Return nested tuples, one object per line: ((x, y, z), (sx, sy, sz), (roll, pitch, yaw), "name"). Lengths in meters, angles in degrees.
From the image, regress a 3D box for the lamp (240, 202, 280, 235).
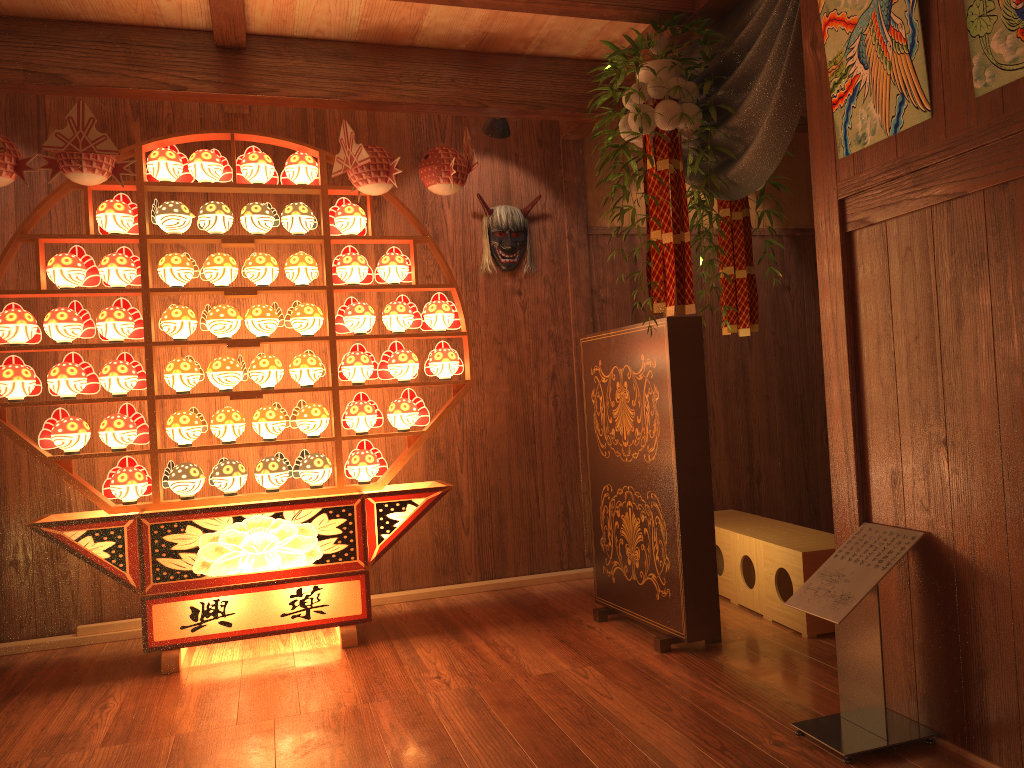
((-1.107, -0.717, 3.820), (0.136, 0.167, 0.161), (-4, -1, 23), "lamp")

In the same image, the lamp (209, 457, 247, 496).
((-1.193, 0.393, 3.745), (0.144, 0.161, 0.151), (-3, -1, -37), "lamp")

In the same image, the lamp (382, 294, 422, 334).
((-0.521, -0.318, 4.002), (0.178, 0.191, 0.159), (-4, -1, 12), "lamp")

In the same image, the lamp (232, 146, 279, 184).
((-1.100, -0.954, 3.824), (0.206, 0.200, 0.152), (-3, -1, -28), "lamp")

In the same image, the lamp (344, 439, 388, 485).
((-0.663, 0.347, 3.930), (0.195, 0.197, 0.156), (-3, -1, -3), "lamp")

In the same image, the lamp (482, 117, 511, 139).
((-0.081, -1.265, 4.259), (0.135, 0.177, 0.175), (-3, -1, 3), "lamp")

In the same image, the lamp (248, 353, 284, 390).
((-1.054, -0.058, 3.808), (0.144, 0.167, 0.152), (-3, -1, -32), "lamp")

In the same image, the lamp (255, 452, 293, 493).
((-1.037, 0.382, 3.800), (0.137, 0.167, 0.159), (-4, -1, 13), "lamp")

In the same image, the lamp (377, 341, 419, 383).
((-0.489, -0.104, 4.002), (0.207, 0.200, 0.152), (-3, -1, -33), "lamp")

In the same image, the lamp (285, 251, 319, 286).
((-0.923, -0.509, 3.868), (0.142, 0.173, 0.154), (-3, -1, -12), "lamp")

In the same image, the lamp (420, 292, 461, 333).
((-0.337, -0.332, 4.062), (0.201, 0.200, 0.156), (-3, -1, -3), "lamp")

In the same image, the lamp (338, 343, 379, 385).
((-0.688, -0.091, 3.933), (0.191, 0.195, 0.155), (-3, -1, -8), "lamp")

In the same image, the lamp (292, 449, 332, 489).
((-0.854, 0.369, 3.865), (0.152, 0.173, 0.144), (-4, -1, 38), "lamp")

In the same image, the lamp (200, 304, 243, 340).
((-1.220, -0.266, 3.765), (0.155, 0.161, 0.141), (-4, -1, 13), "lamp")

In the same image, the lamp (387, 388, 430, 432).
((-0.498, 0.117, 3.992), (0.196, 0.200, 0.160), (-4, -1, 17), "lamp")

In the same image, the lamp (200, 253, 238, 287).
((-1.237, -0.486, 3.762), (0.144, 0.161, 0.151), (-3, -1, -37), "lamp")

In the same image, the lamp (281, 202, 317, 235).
((-0.941, -0.728, 3.871), (0.140, 0.173, 0.156), (-3, -1, -2), "lamp")

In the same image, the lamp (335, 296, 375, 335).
((-0.678, -0.308, 3.946), (0.196, 0.187, 0.152), (-3, -1, -37), "lamp")

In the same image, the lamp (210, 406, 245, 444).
((-1.205, 0.174, 3.747), (0.142, 0.161, 0.154), (-3, -1, -17), "lamp")

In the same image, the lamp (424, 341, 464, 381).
((-0.313, -0.109, 4.061), (0.184, 0.192, 0.155), (-3, -1, -8), "lamp")

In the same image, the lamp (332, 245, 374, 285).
((-0.712, -0.533, 3.940), (0.204, 0.200, 0.154), (-3, -1, -18), "lamp")

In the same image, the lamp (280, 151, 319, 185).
((-0.926, -0.957, 3.883), (0.192, 0.188, 0.154), (-3, -1, -13), "lamp")

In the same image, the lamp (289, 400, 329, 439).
((-0.866, 0.150, 3.866), (0.152, 0.173, 0.144), (-4, -1, 38), "lamp")

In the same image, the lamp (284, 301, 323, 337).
((-0.894, -0.289, 3.873), (0.151, 0.173, 0.144), (-4, -1, 43), "lamp")

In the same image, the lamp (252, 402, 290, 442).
((-1.050, 0.163, 3.804), (0.137, 0.167, 0.159), (-4, -1, 13), "lamp")

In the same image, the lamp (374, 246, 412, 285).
((-0.540, -0.540, 4.000), (0.190, 0.195, 0.156), (-3, -1, -3), "lamp")

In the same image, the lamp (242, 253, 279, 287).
((-1.077, -0.498, 3.817), (0.144, 0.167, 0.151), (-3, -1, -37), "lamp")

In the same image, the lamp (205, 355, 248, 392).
((-1.228, -0.045, 3.756), (0.162, 0.161, 0.134), (-2, -1, -42), "lamp")

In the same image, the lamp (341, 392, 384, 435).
((-0.672, 0.130, 3.930), (0.188, 0.194, 0.155), (-3, -1, -8), "lamp")

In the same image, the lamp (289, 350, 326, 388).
((-0.902, -0.068, 3.860), (0.140, 0.173, 0.156), (-3, -1, -2), "lamp")

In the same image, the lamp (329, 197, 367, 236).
((-0.719, -0.753, 3.947), (0.207, 0.200, 0.152), (-3, -1, -33), "lamp")

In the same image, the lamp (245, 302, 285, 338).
((-1.087, -0.276, 3.816), (0.134, 0.167, 0.162), (-4, -1, 38), "lamp")

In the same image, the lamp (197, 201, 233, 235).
((-1.259, -0.706, 3.761), (0.143, 0.161, 0.152), (-3, -1, -27), "lamp")
